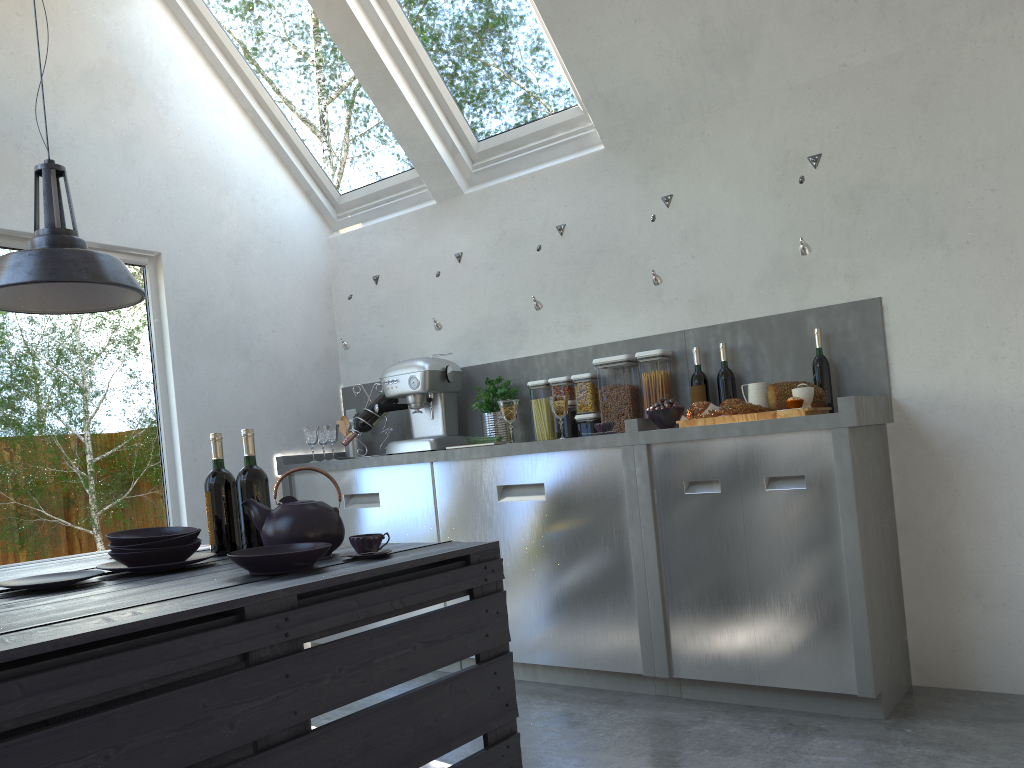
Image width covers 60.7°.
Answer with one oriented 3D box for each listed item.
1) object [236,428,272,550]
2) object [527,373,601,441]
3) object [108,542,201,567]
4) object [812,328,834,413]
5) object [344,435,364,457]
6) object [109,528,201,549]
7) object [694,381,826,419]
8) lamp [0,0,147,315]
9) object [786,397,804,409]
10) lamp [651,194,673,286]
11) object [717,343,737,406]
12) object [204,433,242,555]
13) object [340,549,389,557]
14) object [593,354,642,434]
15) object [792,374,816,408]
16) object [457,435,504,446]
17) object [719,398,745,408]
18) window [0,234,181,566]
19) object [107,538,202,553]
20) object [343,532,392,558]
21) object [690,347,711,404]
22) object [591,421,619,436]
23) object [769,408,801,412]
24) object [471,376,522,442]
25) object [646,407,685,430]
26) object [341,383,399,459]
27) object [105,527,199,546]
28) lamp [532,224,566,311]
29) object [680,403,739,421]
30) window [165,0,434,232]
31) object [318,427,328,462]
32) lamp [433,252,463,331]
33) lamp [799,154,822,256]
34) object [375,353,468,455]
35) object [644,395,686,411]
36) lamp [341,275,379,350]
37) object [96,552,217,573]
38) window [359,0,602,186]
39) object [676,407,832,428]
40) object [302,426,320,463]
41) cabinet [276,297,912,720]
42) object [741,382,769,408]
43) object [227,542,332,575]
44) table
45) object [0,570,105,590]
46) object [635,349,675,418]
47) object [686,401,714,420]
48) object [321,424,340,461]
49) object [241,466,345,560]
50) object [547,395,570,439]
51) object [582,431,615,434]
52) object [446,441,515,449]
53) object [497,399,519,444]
[{"bbox_3d":[-0.714,0.295,2.415,0.088,0.344,0.095,-5,-1,-21],"label":"object"},{"bbox_3d":[0.253,0.117,4.094,0.363,0.294,0.099,-7,-2,37],"label":"object"},{"bbox_3d":[-0.900,0.436,2.212,0.224,0.047,0.236,-4,-4,-13],"label":"object"},{"bbox_3d":[1.202,-0.043,3.396,0.066,0.344,0.058,-5,-1,39],"label":"object"},{"bbox_3d":[-0.887,0.358,4.915,0.104,0.132,0.109,-5,-2,-13],"label":"object"},{"bbox_3d":[-0.901,0.408,2.215,0.244,0.063,0.214,-9,-6,41],"label":"object"},{"bbox_3d":[0.912,0.057,3.266,0.463,0.112,0.124,-6,-3,9],"label":"object"},{"bbox_3d":[-1.249,-0.769,2.330,0.459,1.095,0.404,-6,-1,36],"label":"lamp"},{"bbox_3d":[1.002,0.068,3.098,0.062,0.046,0.056,-6,-3,21],"label":"object"},{"bbox_3d":[0.636,-0.614,3.681,0.062,0.435,0.322,-5,-2,24],"label":"lamp"},{"bbox_3d":[0.891,0.002,3.634,0.077,0.344,0.067,-5,-1,39],"label":"object"},{"bbox_3d":[-0.828,0.311,2.491,0.088,0.344,0.094,-5,-1,-16],"label":"object"},{"bbox_3d":[-0.337,0.395,2.024,0.124,0.013,0.029,-1,-6,-42],"label":"object"},{"bbox_3d":[0.482,0.057,3.937,0.186,0.354,0.120,-6,-1,36],"label":"object"},{"bbox_3d":[1.043,0.029,3.135,0.072,0.121,0.074,-5,-1,-9],"label":"object"},{"bbox_3d":[-0.166,0.261,4.029,0.133,0.053,0.294,-2,-5,-39],"label":"object"},{"bbox_3d":[0.865,0.093,3.426,0.116,0.077,0.121,-4,-3,-11],"label":"object"},{"bbox_3d":[-1.940,0.430,3.924,0.063,2.125,0.925,-5,-1,35],"label":"window"},{"bbox_3d":[-0.900,0.421,2.211,0.244,0.063,0.215,-9,-6,41],"label":"object"},{"bbox_3d":[-0.343,0.382,2.066,0.123,0.056,0.110,-7,-4,29],"label":"object"},{"bbox_3d":[0.796,0.016,3.706,0.077,0.344,0.068,-5,-1,30],"label":"object"},{"bbox_3d":[0.380,0.184,3.583,0.109,0.056,0.124,-2,-5,-39],"label":"object"},{"bbox_3d":[0.951,0.094,3.100,0.019,0.003,0.205,-2,-5,-31],"label":"object"},{"bbox_3d":[-0.080,0.133,4.257,0.243,0.341,0.256,-5,-2,-11],"label":"object"},{"bbox_3d":[0.599,0.138,3.396,0.145,0.079,0.148,-5,-4,-6],"label":"object"},{"bbox_3d":[-0.775,0.195,4.656,0.317,0.393,0.245,-4,-2,-24],"label":"object"},{"bbox_3d":[-0.908,0.397,2.216,0.244,0.058,0.215,-8,-5,36],"label":"object"},{"bbox_3d":[0.164,-0.544,4.036,0.064,0.436,0.312,-5,-2,35],"label":"lamp"},{"bbox_3d":[0.787,0.105,3.419,0.190,0.059,0.208,-2,-5,-33],"label":"object"},{"bbox_3d":[-1.125,-1.628,4.441,0.886,1.394,1.395,-6,-3,36],"label":"window"},{"bbox_3d":[-1.030,0.330,4.777,0.100,0.191,0.097,-5,-1,7],"label":"object"},{"bbox_3d":[-0.319,-0.474,4.411,0.062,0.435,0.322,-5,-2,24],"label":"lamp"},{"bbox_3d":[1.119,-0.685,3.306,0.064,0.436,0.312,-5,-2,35],"label":"lamp"},{"bbox_3d":[-0.465,0.100,4.424,0.381,0.500,0.402,-6,-2,36],"label":"object"},{"bbox_3d":[0.594,0.088,3.396,0.167,0.095,0.135,-6,-3,22],"label":"object"},{"bbox_3d":[-0.834,-0.397,4.800,0.064,0.436,0.312,-5,-2,35],"label":"lamp"},{"bbox_3d":[-0.896,0.457,2.213,0.283,0.024,0.309,-3,-5,-22],"label":"object"},{"bbox_3d":[-0.300,-1.757,3.801,0.886,1.388,1.388,-6,-3,36],"label":"window"},{"bbox_3d":[0.900,0.127,3.265,0.501,0.028,0.289,-8,-6,37],"label":"object"},{"bbox_3d":[-1.059,0.322,4.641,0.104,0.191,0.093,-6,-1,30],"label":"object"},{"bbox_3d":[0.117,0.578,4.005,3.038,1.476,0.533,-8,-2,37],"label":"cabinet"},{"bbox_3d":[0.944,0.056,3.355,0.085,0.119,0.086,-4,-2,-32],"label":"object"},{"bbox_3d":[-0.510,0.386,1.926,0.224,0.047,0.236,-4,-4,-13],"label":"object"},{"bbox_3d":[-1.066,0.872,2.109,1.707,0.796,1.415,-8,-4,36],"label":"table"},{"bbox_3d":[-1.060,0.455,2.013,0.250,0.019,0.220,-9,-6,41],"label":"object"},{"bbox_3d":[0.635,0.034,3.822,0.136,0.354,0.120,-6,-1,36],"label":"object"},{"bbox_3d":[0.746,0.105,3.439,0.116,0.076,0.121,-4,-3,-11],"label":"object"},{"bbox_3d":[-0.954,0.313,4.643,0.093,0.191,0.104,-4,-1,-31],"label":"object"},{"bbox_3d":[-0.529,0.324,2.190,0.226,0.232,0.205,-7,-3,38],"label":"object"},{"bbox_3d":[0.212,0.148,3.831,0.103,0.191,0.093,-6,-1,25],"label":"object"},{"bbox_3d":[0.351,0.202,3.558,0.136,0.013,0.027,-6,-4,13],"label":"object"},{"bbox_3d":[-0.145,0.282,4.017,0.279,0.012,0.170,-8,-5,34],"label":"object"},{"bbox_3d":[-0.008,0.167,3.832,0.098,0.191,0.099,-5,-1,-5],"label":"object"}]
